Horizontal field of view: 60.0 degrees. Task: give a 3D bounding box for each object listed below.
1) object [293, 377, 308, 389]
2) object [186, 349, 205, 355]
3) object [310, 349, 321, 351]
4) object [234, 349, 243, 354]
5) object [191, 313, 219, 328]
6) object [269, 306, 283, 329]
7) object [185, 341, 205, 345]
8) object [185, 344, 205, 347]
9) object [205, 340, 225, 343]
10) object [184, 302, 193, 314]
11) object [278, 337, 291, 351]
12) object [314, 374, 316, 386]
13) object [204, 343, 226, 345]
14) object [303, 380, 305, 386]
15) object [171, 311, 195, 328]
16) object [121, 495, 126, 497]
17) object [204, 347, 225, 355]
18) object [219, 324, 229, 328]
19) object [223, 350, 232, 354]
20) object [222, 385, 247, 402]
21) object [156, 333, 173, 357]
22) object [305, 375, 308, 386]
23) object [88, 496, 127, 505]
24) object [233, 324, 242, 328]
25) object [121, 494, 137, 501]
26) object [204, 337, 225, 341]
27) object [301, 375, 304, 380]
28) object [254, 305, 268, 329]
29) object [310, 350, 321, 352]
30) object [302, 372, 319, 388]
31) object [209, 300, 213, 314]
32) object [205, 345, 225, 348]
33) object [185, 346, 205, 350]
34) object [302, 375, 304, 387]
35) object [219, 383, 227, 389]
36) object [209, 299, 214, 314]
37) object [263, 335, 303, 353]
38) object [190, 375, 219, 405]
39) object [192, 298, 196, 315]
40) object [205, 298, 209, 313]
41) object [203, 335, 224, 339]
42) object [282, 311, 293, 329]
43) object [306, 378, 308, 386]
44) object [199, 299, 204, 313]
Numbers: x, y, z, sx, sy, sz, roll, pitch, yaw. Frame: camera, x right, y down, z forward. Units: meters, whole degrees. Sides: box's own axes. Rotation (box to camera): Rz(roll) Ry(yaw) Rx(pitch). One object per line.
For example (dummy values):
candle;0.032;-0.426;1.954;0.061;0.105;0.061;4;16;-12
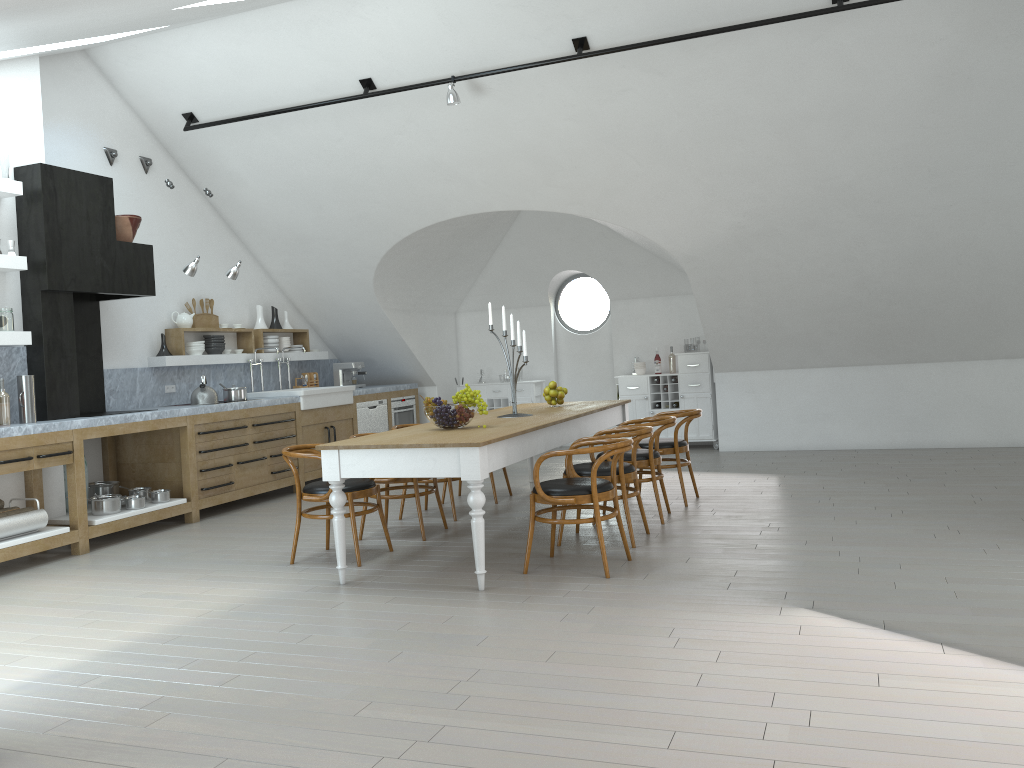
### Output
object;-2.455;0.010;10.289;0.100;0.171;0.173;-3;1;23
object;-3.116;-0.311;8.726;0.181;0.064;0.181;-2;2;44
object;-2.399;-0.395;10.618;0.213;0.025;0.213;-3;2;9
object;-2.890;-0.339;9.375;0.098;0.048;0.098;-3;2;19
object;-3.096;-0.633;8.929;0.084;0.157;0.354;-3;1;21
object;-2.669;-0.746;9.986;0.156;0.268;0.156;-3;1;25
object;-3.119;-0.386;8.729;0.181;0.076;0.181;-4;2;-31
object;-3.118;-0.357;8.728;0.181;0.069;0.181;-2;2;39
object;-3.018;-0.406;8.993;0.205;0.072;0.206;-3;2;9
object;-3.163;-0.687;8.786;0.016;0.259;0.199;-3;1;32
object;-2.585;-0.450;10.050;0.158;0.160;0.154;-4;1;-41
object;-2.338;-0.022;10.518;0.040;0.192;0.042;-3;0;-19
object;-3.012;-0.384;8.991;0.205;0.086;0.205;-4;2;-26
object;-2.412;0.002;10.296;0.019;0.178;0.044;-3;0;-14
object;-3.200;-0.623;8.637;0.174;0.169;0.168;-3;1;5
object;-3.175;0.929;7.145;0.061;0.035;0.170;-3;2;21
object;-3.015;-0.330;8.990;0.205;0.072;0.206;-3;2;9
object;-2.980;-0.597;9.181;0.098;0.048;0.098;-3;2;19
object;-2.959;-0.330;9.195;0.098;0.048;0.098;-3;2;19
object;-2.641;0.093;8.540;0.232;0.170;0.394;-3;2;1
object;-3.284;-0.369;8.358;0.156;0.218;0.156;-3;1;2
object;-2.392;-0.013;10.316;0.040;0.192;0.042;-3;0;-32
object;-3.231;0.934;7.081;0.508;0.052;0.263;-3;2;-2
object;-2.903;-0.607;9.381;0.098;0.048;0.098;-3;2;19
object;-3.110;0.922;7.112;0.041;0.045;0.247;-3;2;20
object;-3.022;-0.431;8.997;0.205;0.084;0.205;-5;2;-41
object;-2.438;-0.011;10.334;0.040;0.192;0.042;-3;0;-31
object;-2.767;-0.733;9.742;0.156;0.268;0.156;-3;1;10
object;-2.399;-0.387;10.618;0.213;0.025;0.213;-3;2;9
object;-2.387;-0.026;10.500;0.104;0.223;0.200;-3;1;21
object;-3.062;-0.718;9.059;0.030;0.294;0.057;-3;0;21
object;-3.017;-0.356;8.990;0.205;0.086;0.205;-4;2;-31
object;-3.118;-0.334;8.726;0.181;0.065;0.181;-4;2;-31
object;-2.428;-0.007;10.308;0.019;0.196;0.022;-3;0;9
object;-2.702;0.072;8.478;0.235;0.167;0.051;-3;0;16
object;-3.059;-0.717;9.018;0.039;0.298;0.068;-3;0;21
object;-2.608;-0.447;10.058;0.197;0.196;0.657;-3;2;21
object;-2.812;0.051;8.091;0.246;0.267;0.246;-3;1;31
object;-3.153;-0.707;8.822;0.027;0.299;0.055;-3;0;21
object;-3.079;-0.714;8.957;0.019;0.299;0.057;-3;0;21
object;-3.026;-0.459;8.996;0.205;0.080;0.206;-3;2;24
object;-2.596;-0.732;10.199;0.156;0.218;0.156;-3;1;2
object;-2.394;-0.001;10.330;0.044;0.178;0.019;-3;0;6
object;-3.110;-0.712;8.933;0.040;0.299;0.061;-3;0;19
